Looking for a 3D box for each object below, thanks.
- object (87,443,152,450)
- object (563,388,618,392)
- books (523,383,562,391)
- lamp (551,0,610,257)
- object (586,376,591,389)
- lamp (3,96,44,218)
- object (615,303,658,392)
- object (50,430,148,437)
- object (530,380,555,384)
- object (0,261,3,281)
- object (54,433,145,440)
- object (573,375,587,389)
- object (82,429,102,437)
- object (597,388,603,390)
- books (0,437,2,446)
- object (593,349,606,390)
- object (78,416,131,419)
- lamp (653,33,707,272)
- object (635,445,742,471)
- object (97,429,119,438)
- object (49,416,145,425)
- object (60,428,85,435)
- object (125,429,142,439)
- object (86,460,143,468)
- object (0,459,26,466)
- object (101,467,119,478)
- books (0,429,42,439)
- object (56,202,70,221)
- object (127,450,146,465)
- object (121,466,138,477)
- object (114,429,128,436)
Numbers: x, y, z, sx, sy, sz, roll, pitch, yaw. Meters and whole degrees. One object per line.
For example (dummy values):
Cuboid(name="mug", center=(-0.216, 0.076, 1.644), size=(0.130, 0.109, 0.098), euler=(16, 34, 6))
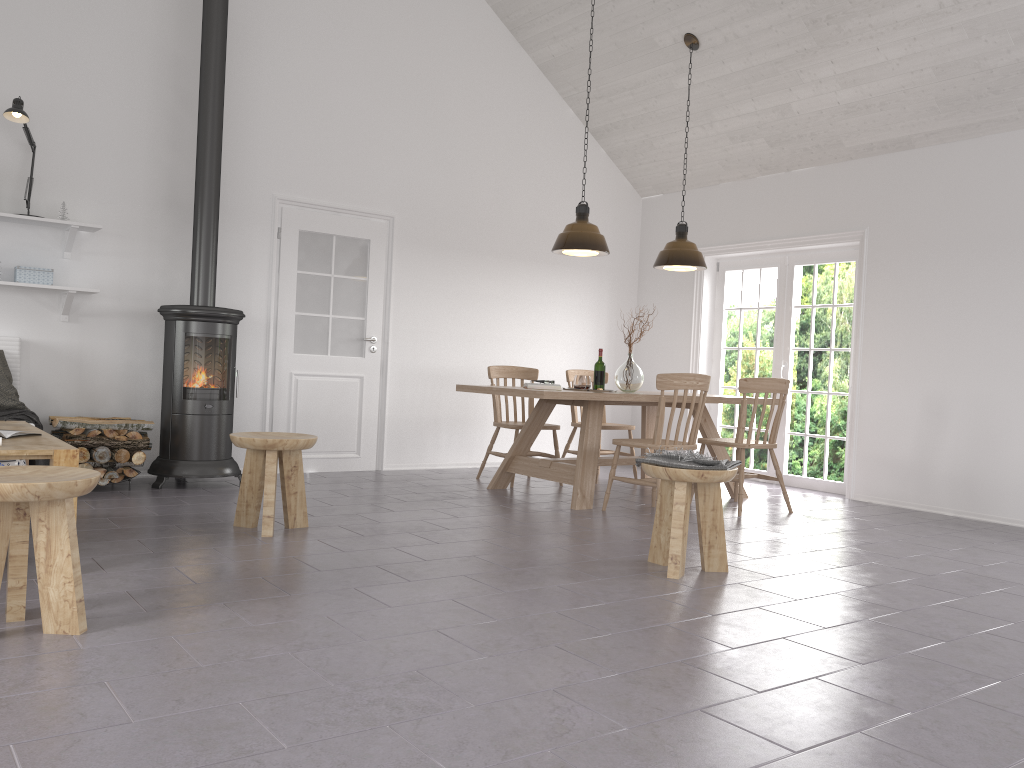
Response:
Cuboid(name="object", center=(-2.557, 0.388, 5.547), size=(0.562, 0.063, 0.095), euler=(2, 1, -36))
Cuboid(name="object", center=(0.549, 0.043, 6.263), size=(0.394, 0.014, 0.394), euler=(3, 1, 8))
Cuboid(name="books", center=(0.203, 0.017, 6.031), size=(0.231, 0.040, 0.342), euler=(3, 1, -4))
Cuboid(name="lamp", center=(0.541, -2.154, 6.195), size=(0.410, 2.502, 0.410), euler=(2, 1, -31))
Cuboid(name="object", center=(0.520, -0.007, 6.366), size=(0.095, 0.106, 0.095), euler=(3, 1, -7))
Cuboid(name="lamp", center=(-2.975, -1.376, 5.425), size=(0.196, 0.703, 0.439), euler=(3, 1, -16))
Cuboid(name="object", center=(0.907, -0.270, 6.492), size=(0.291, 0.666, 0.313), euler=(3, 1, 17))
Cuboid(name="object", center=(-2.630, 0.323, 5.662), size=(0.562, 0.057, 0.097), euler=(2, 1, -37))
Cuboid(name="object", center=(0.209, -0.013, 6.032), size=(0.135, 0.030, 0.141), euler=(4, 1, 39))
Cuboid(name="object", center=(-3.170, -0.707, 5.454), size=(0.088, 0.161, 0.093), euler=(2, 1, -27))
Cuboid(name="object", center=(-2.594, 0.349, 5.554), size=(0.538, 0.082, 0.099), euler=(2, 1, -37))
Cuboid(name="object", center=(0.478, -0.007, 6.199), size=(0.095, 0.106, 0.095), euler=(3, 1, -7))
Cuboid(name="object", center=(-2.666, 0.288, 5.564), size=(0.098, 0.060, 0.467), euler=(2, 1, -33))
Cuboid(name="object", center=(0.612, 0.042, 6.178), size=(0.024, 0.024, 0.046), euler=(3, 1, 34))
Cuboid(name="books", center=(-2.102, 0.208, 3.343), size=(0.300, 0.043, 0.229), euler=(2, 1, -32))
Cuboid(name="object", center=(0.623, -0.100, 6.293), size=(0.081, 0.303, 0.081), euler=(3, 1, 21))
Cuboid(name="object", center=(-2.699, 0.241, 5.717), size=(0.467, 0.063, 0.095), euler=(2, 1, -36))
Cuboid(name="lamp", center=(1.332, -1.770, 6.792), size=(0.410, 1.796, 0.410), euler=(3, 1, -1))
Cuboid(name="object", center=(0.799, 0.353, 4.078), size=(0.462, 0.120, 0.348), euler=(3, 1, 24))
Cuboid(name="object", center=(-2.593, 0.290, 5.617), size=(0.096, 0.068, 0.467), euler=(2, 1, -37))
Cuboid(name="object", center=(-2.588, 0.244, 5.565), size=(0.562, 0.074, 0.095), euler=(2, 1, -36))
Cuboid(name="object", center=(-2.730, 0.283, 5.510), size=(0.098, 0.061, 0.467), euler=(2, 1, -35))
Cuboid(name="object", center=(-2.476, 0.296, 5.699), size=(0.098, 0.088, 0.466), euler=(2, 1, -35))
Cuboid(name="object", center=(-2.545, 0.490, 5.507), size=(0.468, 0.069, 0.095), euler=(2, 1, -36))
Cuboid(name="object", center=(-2.186, 0.358, 3.677), size=(0.302, 0.161, 0.302), euler=(2, 1, -40))
Cuboid(name="object", center=(-2.600, 0.535, 5.626), size=(0.097, 0.056, 0.562), euler=(2, 1, -37))
Cuboid(name="books", center=(-2.205, 0.192, 3.635), size=(0.300, 0.049, 0.422), euler=(3, 1, 9))
Cuboid(name="object", center=(-2.860, -1.096, 5.655), size=(0.073, 0.142, 0.072), euler=(3, 1, -4))
Cuboid(name="object", center=(-2.474, 0.432, 5.731), size=(0.118, 0.142, 0.520), euler=(2, 1, -33))
Cuboid(name="object", center=(-2.503, 0.546, 5.695), size=(0.096, 0.060, 0.467), euler=(2, 1, -36))
Cuboid(name="object", center=(-2.527, 0.293, 5.650), size=(0.044, 0.034, 0.425), euler=(2, 1, -37))
